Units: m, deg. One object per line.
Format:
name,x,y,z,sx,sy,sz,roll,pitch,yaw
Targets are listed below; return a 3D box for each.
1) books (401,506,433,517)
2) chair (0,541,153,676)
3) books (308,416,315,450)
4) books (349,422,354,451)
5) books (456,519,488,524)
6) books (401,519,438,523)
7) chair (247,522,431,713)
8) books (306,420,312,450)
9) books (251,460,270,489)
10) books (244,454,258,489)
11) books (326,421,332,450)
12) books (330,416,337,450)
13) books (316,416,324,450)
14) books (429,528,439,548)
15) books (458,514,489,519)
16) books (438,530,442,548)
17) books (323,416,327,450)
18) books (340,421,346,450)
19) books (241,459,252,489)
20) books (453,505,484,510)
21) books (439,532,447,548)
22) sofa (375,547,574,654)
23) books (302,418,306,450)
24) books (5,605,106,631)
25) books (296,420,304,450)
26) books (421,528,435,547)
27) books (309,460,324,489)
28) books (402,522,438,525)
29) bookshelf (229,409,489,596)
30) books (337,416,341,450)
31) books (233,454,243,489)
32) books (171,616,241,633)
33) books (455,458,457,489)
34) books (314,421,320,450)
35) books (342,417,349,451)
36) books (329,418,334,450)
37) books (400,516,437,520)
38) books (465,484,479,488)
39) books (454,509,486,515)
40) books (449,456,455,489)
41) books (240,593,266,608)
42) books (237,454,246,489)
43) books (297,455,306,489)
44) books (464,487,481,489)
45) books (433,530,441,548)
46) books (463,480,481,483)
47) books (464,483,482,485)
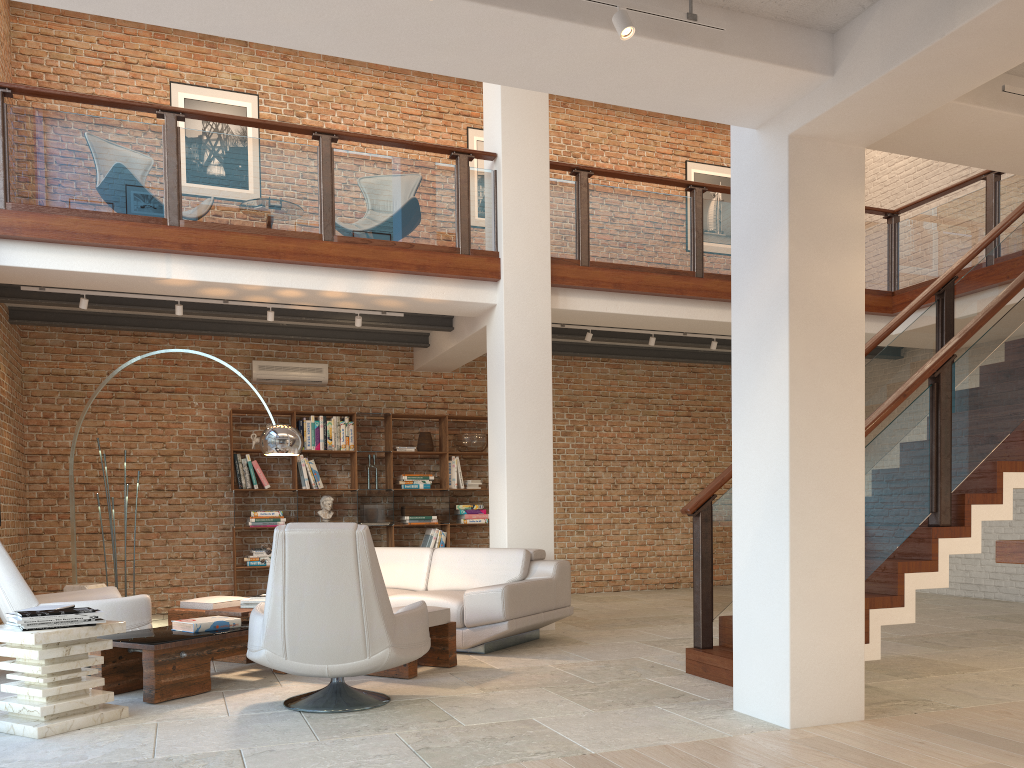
books,-1.104,1.479,10.130,0.335,0.118,0.215,2,-7,-21
chair,-3.022,1.442,5.811,0.984,0.993,1.033,2,-4,-37
books,-2.227,0.555,9.680,0.036,0.382,0.245,-2,-1,-21
books,-1.836,0.603,9.852,0.055,0.328,0.256,-1,-2,-21
books,-0.478,1.636,10.384,0.326,0.055,0.257,2,-9,-18
books,-1.088,1.598,10.168,0.380,0.036,0.246,3,-9,-26
chair,-0.963,1.247,4.703,1.027,1.010,0.978,-1,-3,-4
books,-2.269,0.580,9.661,0.055,0.328,0.256,-1,-2,-21
books,-2.752,0.995,9.518,0.195,0.317,0.256,0,-2,-21
books,-2.831,0.957,9.462,0.121,0.379,0.245,-1,-1,-21
books,-2.057,0.589,9.735,0.055,0.328,0.256,-1,-2,-21
books,-2.004,0.568,9.784,0.036,0.382,0.245,-2,-1,-21
books,-2.137,0.558,9.708,0.036,0.382,0.245,-2,-1,-21
books,-0.961,1.874,10.197,0.161,0.371,0.245,-1,-1,-21
books,-0.456,1.581,10.391,0.327,0.055,0.257,3,-9,-26
books,-0.898,1.890,10.242,0.098,0.353,0.273,-1,-2,-21
books,-2.106,0.561,9.731,0.036,0.382,0.245,-2,-1,-21
books,-1.919,0.596,9.797,0.055,0.328,0.256,-1,-2,-21
books,-2.893,0.983,9.473,0.102,0.332,0.256,-1,-2,-21
books,-0.519,1.468,10.374,0.326,0.055,0.257,1,-8,-11
books,-0.852,1.898,10.244,0.116,0.332,0.256,-1,-2,-21
sofa,-0.775,1.741,7.221,2.338,0.752,1.150,-5,-7,29
books,-2.311,0.567,9.662,0.021,0.357,0.273,-2,-1,-21
books,-2.352,1.186,4.464,0.390,0.079,0.573,5,-10,-36
books,-2.348,0.580,9.650,0.055,0.328,0.256,-1,-2,-21
books,-1.008,1.876,10.204,0.163,0.370,0.245,-1,-1,-21
books,-2.197,1.011,9.704,0.158,0.327,0.256,-1,-2,-21
books,-1.070,1.625,10.160,0.356,0.020,0.275,3,-9,-22
bookshelf,-1.591,1.446,9.933,3.034,2.191,0.365,1,1,-21
books,-1.965,0.568,9.785,0.036,0.382,0.245,-2,-1,-21
books,-2.967,0.951,9.415,0.091,0.383,0.245,-1,-1,-21
books,-1.896,1.490,5.411,0.256,0.056,0.328,-7,-10,39
books,-0.698,1.064,10.283,0.021,0.357,0.273,-2,-1,-21
books,-2.188,0.587,9.711,0.055,0.328,0.256,-1,-2,-21
books,-1.877,0.571,9.819,0.036,0.382,0.245,-2,-1,-21
books,-2.026,0.578,9.762,0.021,0.357,0.273,-2,-1,-21
books,-1.090,1.556,10.129,0.380,0.036,0.246,3,-9,-22
books,-0.475,1.214,10.359,0.132,0.033,0.208,1,-8,-11
books,-0.502,1.525,10.383,0.326,0.055,0.257,2,-9,-21
books,-0.721,1.048,10.263,0.036,0.382,0.245,-2,-1,-21
books,-1.793,1.582,6.374,0.250,0.074,0.405,-2,-8,11
books,-2.935,0.953,9.436,0.091,0.383,0.245,-1,-1,-21
books,-2.354,0.982,9.664,0.101,0.382,0.245,-1,-1,-21
books,-0.472,1.243,10.376,0.171,0.018,0.239,1,-9,-13
books,-0.915,1.886,10.225,0.098,0.353,0.273,-1,-2,-21
books,-0.476,1.161,10.357,0.132,0.033,0.207,4,-9,-31
books,-0.470,1.188,10.365,0.171,0.018,0.239,2,-9,-18
